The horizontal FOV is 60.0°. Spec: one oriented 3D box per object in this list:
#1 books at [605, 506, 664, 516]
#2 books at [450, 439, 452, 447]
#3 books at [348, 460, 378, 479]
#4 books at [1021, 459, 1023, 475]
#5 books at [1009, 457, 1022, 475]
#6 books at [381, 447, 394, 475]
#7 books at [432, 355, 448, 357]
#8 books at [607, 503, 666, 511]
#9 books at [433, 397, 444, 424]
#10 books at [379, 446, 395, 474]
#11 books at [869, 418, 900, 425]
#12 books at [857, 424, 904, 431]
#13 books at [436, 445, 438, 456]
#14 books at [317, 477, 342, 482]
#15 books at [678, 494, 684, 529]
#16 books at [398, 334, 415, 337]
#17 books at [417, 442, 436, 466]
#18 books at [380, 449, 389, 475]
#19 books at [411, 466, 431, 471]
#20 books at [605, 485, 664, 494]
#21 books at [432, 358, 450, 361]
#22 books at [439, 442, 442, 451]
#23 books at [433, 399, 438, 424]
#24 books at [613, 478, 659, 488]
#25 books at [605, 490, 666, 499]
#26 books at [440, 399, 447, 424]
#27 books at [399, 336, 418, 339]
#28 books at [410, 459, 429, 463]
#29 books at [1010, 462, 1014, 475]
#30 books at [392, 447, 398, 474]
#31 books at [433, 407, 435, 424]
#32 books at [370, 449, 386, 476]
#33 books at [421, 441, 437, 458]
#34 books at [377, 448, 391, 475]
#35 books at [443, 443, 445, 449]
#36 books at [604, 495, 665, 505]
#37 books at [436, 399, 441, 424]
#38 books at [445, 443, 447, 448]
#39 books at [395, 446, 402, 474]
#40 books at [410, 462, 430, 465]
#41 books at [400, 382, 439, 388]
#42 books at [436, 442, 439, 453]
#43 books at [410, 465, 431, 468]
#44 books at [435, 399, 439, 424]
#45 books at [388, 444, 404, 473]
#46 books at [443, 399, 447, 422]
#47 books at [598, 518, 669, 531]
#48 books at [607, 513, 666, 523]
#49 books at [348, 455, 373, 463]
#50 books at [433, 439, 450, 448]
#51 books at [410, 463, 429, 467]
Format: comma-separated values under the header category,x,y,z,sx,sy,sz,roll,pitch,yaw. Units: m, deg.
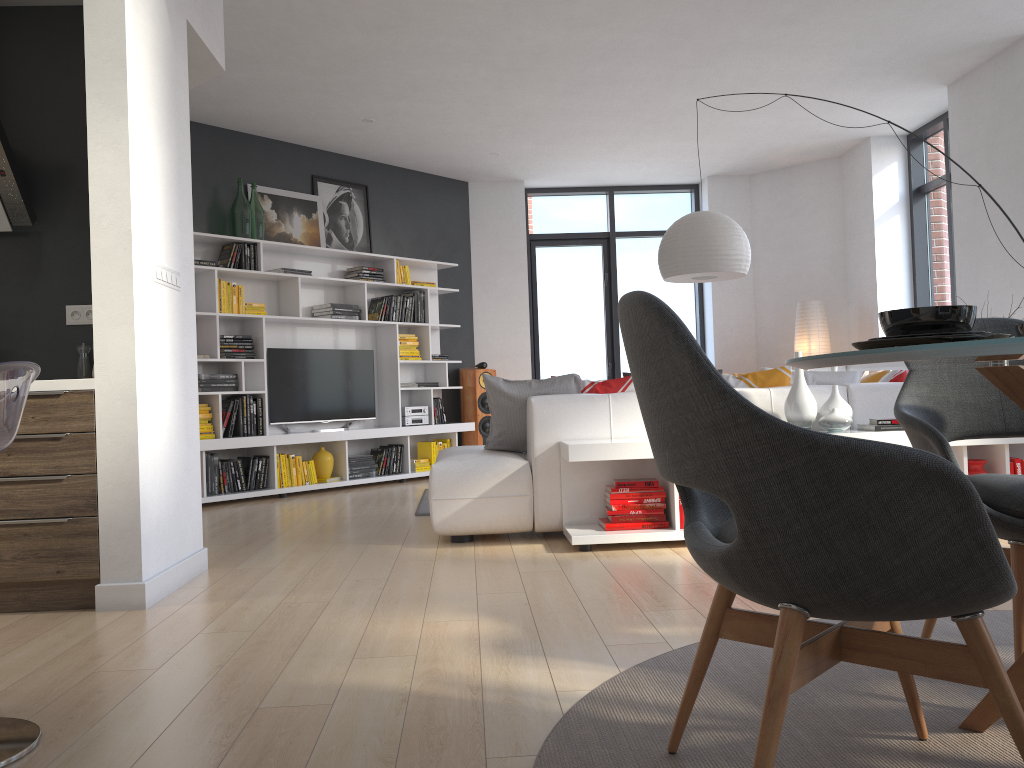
category,x,y,z,sx,sy,sz,roll,pitch,yaw
books,0.588,0.609,4.280,0.266,0.026,0.187,-2,-1,3
books,-0.661,0.665,8.540,0.213,0.270,0.025,-3,-1,42
books,-1.386,0.746,7.750,0.277,0.137,0.343,-3,-1,37
books,2.446,0.490,4.310,0.056,0.262,0.185,-2,-1,-3
books,2.414,0.486,4.310,0.050,0.268,0.198,-2,-1,-3
books,-1.131,0.690,7.960,0.172,0.242,0.069,-3,-1,43
books,-0.748,-0.269,8.580,0.213,0.023,0.161,-1,-1,-45
books,0.597,0.583,4.288,0.257,0.025,0.182,-2,-1,-3
books,-0.746,0.258,8.555,0.193,0.255,0.066,-3,-1,41
books,-1.135,0.684,7.995,0.192,0.254,0.075,-3,-1,41
books,1.874,0.180,4.296,0.238,0.027,0.188,-2,-1,10
books,1.874,0.207,4.320,0.300,0.026,0.245,-2,-1,2
books,-0.758,0.689,8.381,0.156,0.229,0.024,-3,-1,42
books,-1.605,0.804,7.481,0.270,0.029,0.204,-3,-1,27
books,0.787,0.535,4.253,0.036,0.294,0.208,-2,-1,-3
books,-1.051,-0.451,8.357,0.223,0.023,0.163,-1,-1,-44
books,-0.805,0.675,8.357,0.198,0.255,0.044,-3,-1,42
books,-1.194,0.696,7.929,0.187,0.234,0.096,-3,-1,42
books,-0.875,0.788,8.261,0.147,0.033,0.190,-3,-1,42
books,0.591,0.505,4.293,0.254,0.025,0.178,-2,-1,-4
books,-0.735,-0.231,8.567,0.213,0.023,0.161,-1,-1,-45
books,-0.738,0.676,8.428,0.185,0.250,0.035,-3,-1,42
books,-0.798,0.268,8.501,0.189,0.240,0.053,-3,-1,42
books,0.598,0.478,4.284,0.206,0.029,0.152,-2,-1,3
books,0.593,0.531,4.289,0.269,0.028,0.179,-2,-1,-2
books,-0.720,0.263,8.572,0.177,0.242,0.066,-3,-1,42
books,-1.027,-0.428,8.348,0.223,0.023,0.163,-1,-1,-44
books,-0.888,0.716,8.268,0.138,0.026,0.186,-3,-1,42
books,2.378,0.496,4.300,0.026,0.250,0.168,-2,-1,-3
books,-1.112,0.690,8.010,0.179,0.243,0.068,-3,-1,41
books,-0.823,0.253,8.480,0.202,0.268,0.053,-3,-1,42
books,-1.214,0.695,7.900,0.182,0.234,0.104,-3,-1,42
books,-0.786,0.673,8.382,0.199,0.263,0.015,-3,-1,42
books,-1.163,0.694,7.943,0.169,0.233,0.081,-3,-1,41
books,-0.701,0.683,8.466,0.172,0.234,0.024,-3,-1,42
books,0.591,0.558,4.305,0.261,0.028,0.191,-2,-1,-3
books,-0.757,0.264,8.526,0.169,0.242,0.050,-3,-1,41
books,-0.686,0.683,8.488,0.172,0.234,0.024,-3,-1,42
books,-1.091,0.685,8.041,0.191,0.249,0.084,-3,-1,42
books,-0.876,0.736,8.262,0.134,0.014,0.187,-3,-1,42
books,-0.888,0.012,8.451,0.250,0.047,0.310,-3,-1,37
books,-0.758,0.676,8.409,0.180,0.251,0.019,-3,-1,42
books,-0.878,0.765,8.264,0.148,0.011,0.196,-3,-1,42
books,-0.777,0.268,8.514,0.170,0.236,0.049,-3,-1,42
books,-1.069,0.680,8.067,0.197,0.260,0.066,-3,-1,42
books,-0.721,0.268,8.618,0.179,0.233,0.077,-3,-1,42
books,0.583,0.672,4.279,0.301,0.032,0.227,-2,-1,-3
books,0.598,0.638,4.289,0.259,0.034,0.206,-2,-1,0
books,-1.410,0.655,7.762,0.250,0.047,0.310,-3,-1,37
books,-0.672,0.666,8.514,0.204,0.270,0.029,-3,-1,42
books,-0.868,0.751,8.247,0.113,0.018,0.169,-3,-1,43
